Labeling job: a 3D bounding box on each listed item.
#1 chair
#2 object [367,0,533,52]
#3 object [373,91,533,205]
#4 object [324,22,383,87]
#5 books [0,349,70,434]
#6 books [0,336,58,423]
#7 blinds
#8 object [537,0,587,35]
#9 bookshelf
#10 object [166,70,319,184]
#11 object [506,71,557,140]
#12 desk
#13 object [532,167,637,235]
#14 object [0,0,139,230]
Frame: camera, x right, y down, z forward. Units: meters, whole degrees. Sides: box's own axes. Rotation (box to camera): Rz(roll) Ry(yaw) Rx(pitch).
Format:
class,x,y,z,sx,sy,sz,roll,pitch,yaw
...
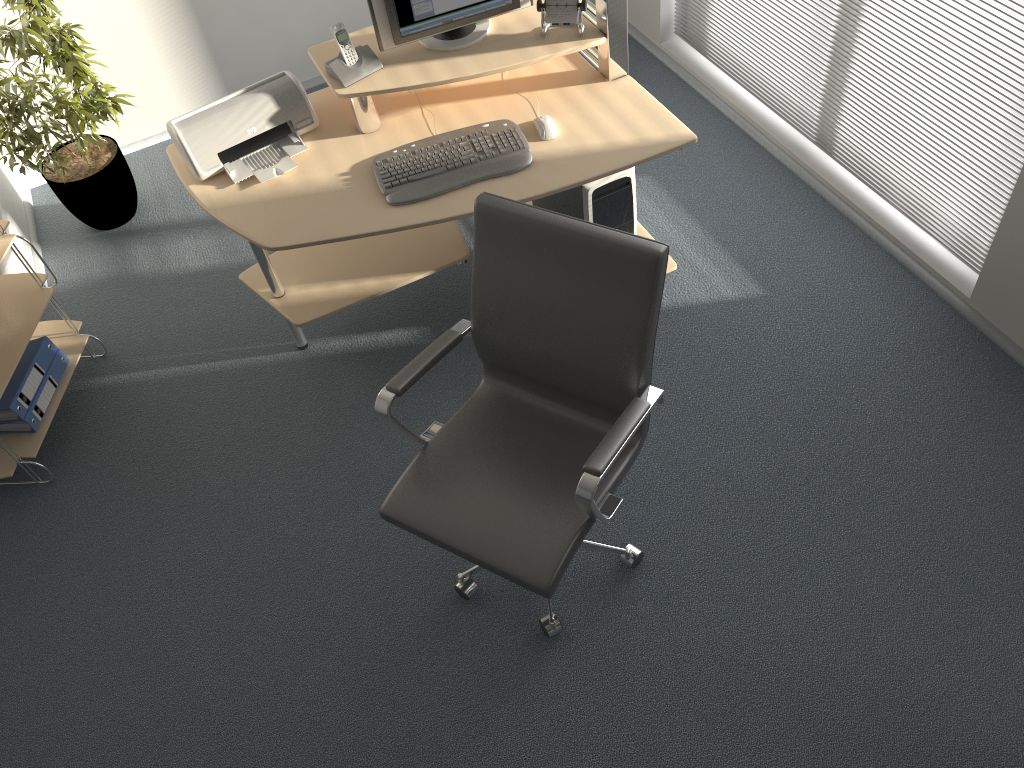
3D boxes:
class,x,y,z,sx,sy,sz,roll,pitch,yaw
chair,0.038,0.170,2.275,0.584,1.048,0.652,21,57,23
object,-0.206,-1.293,2.753,0.516,0.418,0.245,-12,50,-2
object,-0.264,-0.866,2.906,0.478,0.082,0.814,-18,51,-6
object,-0.512,-1.046,2.772,0.150,0.151,0.119,-36,55,-19
books,-1.750,0.025,3.121,0.262,0.072,0.320,-2,51,7
books,-1.766,-0.009,3.080,0.263,0.100,0.320,-2,51,7
blinds,1.037,-1.881,2.554,0.037,2.749,1.950,-24,52,-11
object,0.158,-1.172,2.781,0.154,0.135,0.093,5,52,12
bookshelf,-1.834,-0.366,2.661,0.381,1.572,0.724,-3,51,6
object,-0.826,-0.798,2.816,0.438,0.162,0.351,-31,53,-16
object,0.029,-1.025,2.986,0.168,0.088,0.742,-22,51,-10
desk,-0.308,-0.801,2.781,1.469,1.566,0.967,-24,52,-11
object,0.247,-0.689,3.167,0.199,0.422,0.471,-24,52,-11
object,-1.831,-1.123,3.557,0.544,1.147,0.644,-2,51,7
